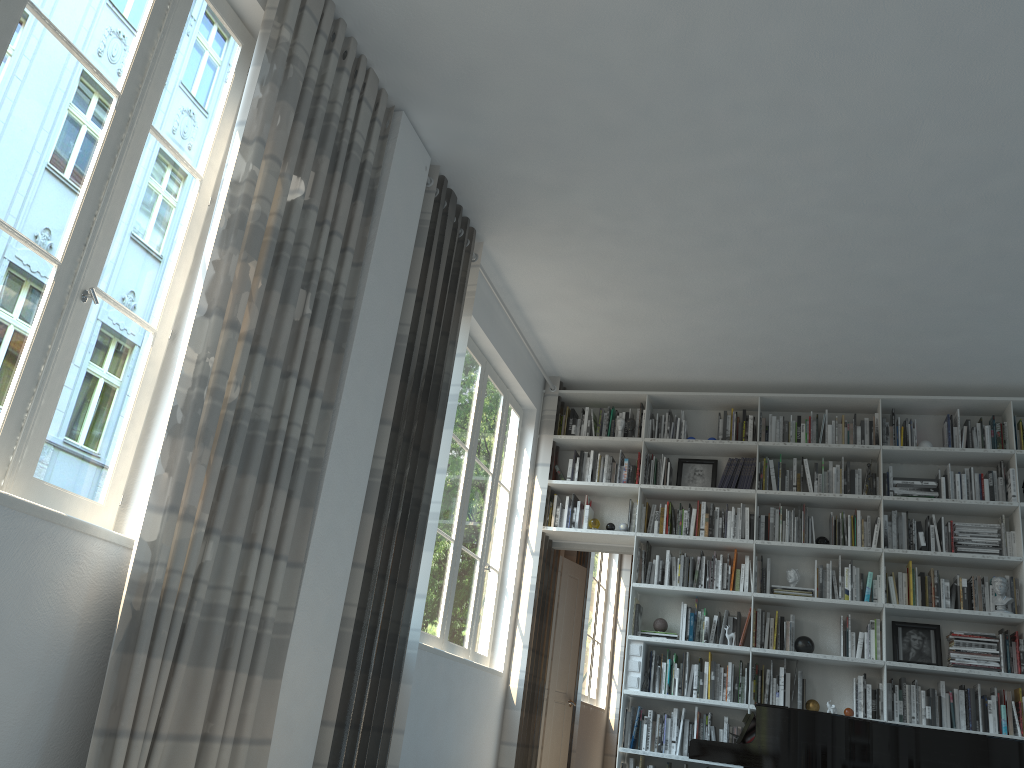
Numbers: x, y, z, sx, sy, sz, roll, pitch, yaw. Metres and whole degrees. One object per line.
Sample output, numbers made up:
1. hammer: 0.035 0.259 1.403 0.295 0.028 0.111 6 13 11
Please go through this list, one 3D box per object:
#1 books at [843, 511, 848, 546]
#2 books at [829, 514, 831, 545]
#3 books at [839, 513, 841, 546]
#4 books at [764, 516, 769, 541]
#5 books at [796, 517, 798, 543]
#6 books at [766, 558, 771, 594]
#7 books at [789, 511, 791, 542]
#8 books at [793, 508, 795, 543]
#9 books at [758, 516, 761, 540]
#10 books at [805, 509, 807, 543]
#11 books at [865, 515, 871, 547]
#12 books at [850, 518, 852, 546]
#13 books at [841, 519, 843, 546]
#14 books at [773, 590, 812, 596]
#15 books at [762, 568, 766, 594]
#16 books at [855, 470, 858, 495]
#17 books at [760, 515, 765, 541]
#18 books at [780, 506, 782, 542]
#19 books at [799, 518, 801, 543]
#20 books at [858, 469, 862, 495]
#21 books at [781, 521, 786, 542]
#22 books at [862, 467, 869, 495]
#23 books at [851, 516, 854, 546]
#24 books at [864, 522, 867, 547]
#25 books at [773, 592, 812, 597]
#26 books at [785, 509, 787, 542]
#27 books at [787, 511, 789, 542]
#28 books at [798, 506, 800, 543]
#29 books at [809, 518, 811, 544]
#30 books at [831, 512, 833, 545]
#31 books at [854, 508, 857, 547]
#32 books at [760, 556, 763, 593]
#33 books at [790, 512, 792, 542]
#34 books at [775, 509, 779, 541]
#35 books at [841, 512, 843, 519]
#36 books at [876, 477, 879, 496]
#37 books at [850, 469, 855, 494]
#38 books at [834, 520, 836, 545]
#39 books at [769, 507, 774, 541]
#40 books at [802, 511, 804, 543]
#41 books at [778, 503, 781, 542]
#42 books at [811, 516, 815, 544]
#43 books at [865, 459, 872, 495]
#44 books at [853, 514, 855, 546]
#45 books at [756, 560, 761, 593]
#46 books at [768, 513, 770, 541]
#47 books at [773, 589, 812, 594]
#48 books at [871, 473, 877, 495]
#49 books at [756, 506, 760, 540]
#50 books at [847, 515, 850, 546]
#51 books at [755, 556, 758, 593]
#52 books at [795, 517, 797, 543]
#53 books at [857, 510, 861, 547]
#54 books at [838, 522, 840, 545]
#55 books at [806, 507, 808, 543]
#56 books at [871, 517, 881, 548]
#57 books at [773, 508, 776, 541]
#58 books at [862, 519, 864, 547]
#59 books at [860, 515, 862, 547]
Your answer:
1. books: 2.365 1.059 6.302 0.033 0.286 0.156 1 -22 18
2. books: 2.268 1.072 6.324 0.005 0.253 0.161 1 -22 18
3. books: 2.333 1.068 6.308 0.009 0.265 0.150 1 -22 18
4. books: 1.853 1.086 6.456 0.024 0.218 0.140 1 -22 18
5. books: 2.053 1.083 6.388 0.011 0.225 0.130 1 -22 18
6. books: 1.828 1.394 6.318 0.021 0.276 0.137 1 -22 18
7. books: 2.004 1.063 6.404 0.010 0.260 0.170 1 -22 18
8. books: 2.031 1.052 6.388 0.011 0.278 0.170 1 -22 18
9. books: 1.800 1.081 6.448 0.015 0.207 0.187 1 -22 18
10. books: 2.111 1.054 6.373 0.004 0.283 0.167 1 -22 18
11. books: 2.505 1.069 6.235 0.022 0.256 0.155 1 -22 18
12. books: 2.396 1.084 6.284 0.011 0.235 0.131 1 -22 18
13. books: 2.329 1.079 6.268 0.006 0.215 0.182 1 -22 18
14. books: 1.967 1.482 6.229 0.254 0.012 0.161 3 -22 13
15. books: 1.799 1.427 6.319 0.034 0.209 0.137 1 -22 18
16. books: 2.476 0.747 6.385 0.022 0.221 0.161 1 -22 18
17. books: 1.829 1.083 6.466 0.029 0.224 0.137 1 -22 18
18. books: 1.944 1.045 6.409 0.010 0.282 0.184 1 -22 18
19. books: 2.075 1.090 6.385 0.012 0.216 0.134 1 -22 18
20. books: 2.503 0.747 6.394 0.024 0.236 0.153 1 -22 18
21. books: 1.961 1.097 6.401 0.029 0.186 0.149 1 -22 18
22. books: 2.537 0.728 6.370 0.055 0.262 0.167 1 -22 18
23. books: 2.406 1.071 6.272 0.017 0.252 0.140 1 -22 18
24. books: 2.483 1.092 6.243 0.024 0.215 0.142 1 -22 18
25. books: 1.966 1.494 6.227 0.254 0.012 0.161 2 -22 14
26. books: 1.977 1.052 6.388 0.009 0.262 0.190 1 -22 18
27. books: 1.986 1.059 6.384 0.012 0.250 0.184 1 -22 18
28. books: 2.063 1.046 6.379 0.011 0.290 0.177 1 -22 18
29. books: 2.136 1.089 6.361 0.012 0.217 0.151 1 -22 18
30. books: 2.279 1.065 6.332 0.012 0.274 0.129 1 -22 18
31. books: 2.429 1.047 6.271 0.006 0.302 0.166 1 -22 18
32. books: 1.786 1.391 6.351 0.011 0.296 0.136 1 -22 18
33. books: 2.013 1.066 6.399 0.011 0.254 0.153 1 -22 18
34. books: 1.919 1.058 6.421 0.024 0.261 0.178 1 -22 18
35. books: 2.344 1.060 6.296 0.005 0.274 0.157 1 -22 18
36. books: 2.619 0.773 6.360 0.019 0.193 0.098 1 -22 18
37. books: 2.450 0.748 6.389 0.030 0.217 0.183 1 -22 18
38. books: 2.294 1.089 6.306 0.013 0.215 0.150 1 -22 18
39. books: 1.887 1.051 6.438 0.026 0.278 0.151 1 -22 18
40. books: 2.087 1.062 6.371 0.010 0.260 0.158 1 -22 18
41. books: 1.943 1.038 6.437 0.011 0.316 0.155 1 -22 18
42. books: 2.157 1.079 6.348 0.031 0.231 0.148 1 -22 18
43. books: 2.554 0.710 6.372 0.058 0.301 0.175 1 -22 18
44. books: 2.417 1.066 6.271 0.004 0.264 0.142 1 -22 18
45. books: 1.763 1.402 6.333 0.024 0.256 0.134 1 -22 18
46. books: 1.868 1.072 6.442 0.012 0.239 0.134 1 -22 18
47. books: 1.969 1.472 6.237 0.254 0.012 0.161 2 -22 15
48. books: 2.596 0.762 6.365 0.028 0.211 0.135 1 -22 18
49. books: 1.797 1.052 6.480 0.012 0.284 0.160 1 -22 18
50. books: 2.375 1.066 6.257 0.013 0.242 0.189 1 -22 18
51. books: 1.749 1.391 6.349 0.012 0.284 0.160 1 -22 18
52. books: 2.035 1.081 6.366 0.011 0.208 0.182 1 -22 18
53. books: 2.442 1.055 6.259 0.022 0.283 0.190 1 -22 18
54. books: 2.317 1.095 6.292 0.011 0.199 0.163 1 -22 18
55. books: 2.114 1.046 6.356 0.011 0.286 0.189 1 -22 18
56. books: 2.538 1.071 6.200 0.064 0.236 0.209 1 -22 18
57. books: 1.903 1.051 6.428 0.012 0.275 0.157 1 -22 18
58. books: 2.467 1.085 6.251 0.011 0.228 0.166 1 -22 18
59. books: 2.458 1.071 6.256 0.010 0.256 0.140 1 -22 18
